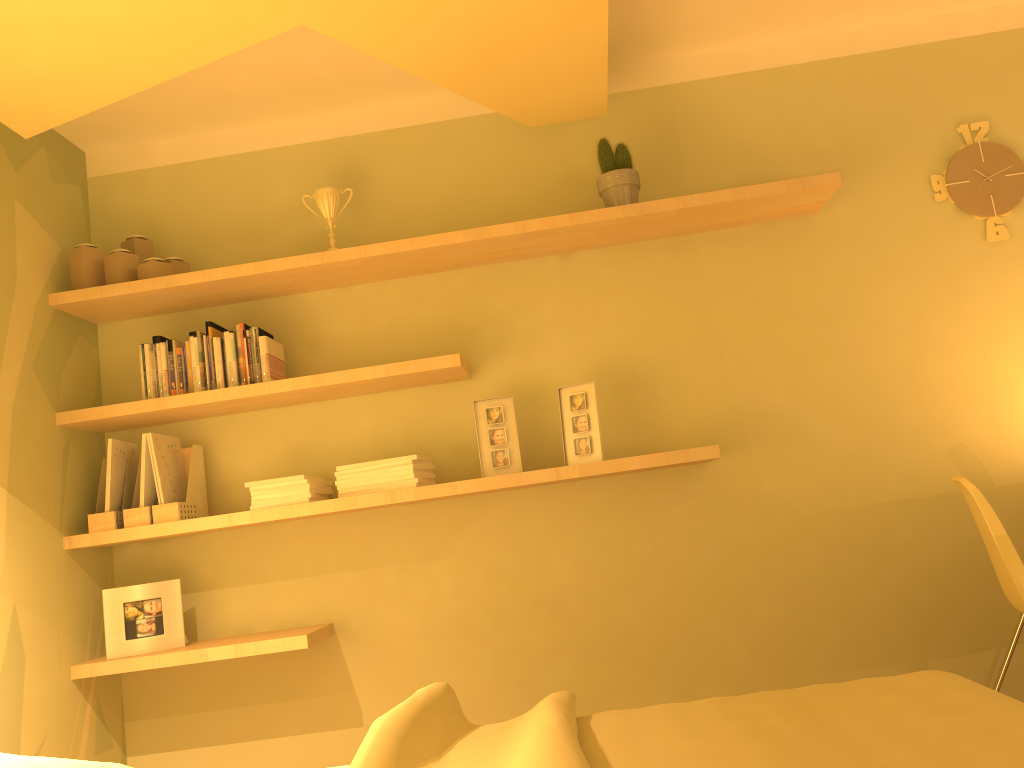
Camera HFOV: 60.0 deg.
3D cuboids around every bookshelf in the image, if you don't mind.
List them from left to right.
[{"bbox_3d":[-0.153,0.143,2.930,2.605,1.240,0.300,-8,-9,3],"label":"bookshelf"}]

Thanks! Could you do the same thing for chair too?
[{"bbox_3d":[1.464,0.608,2.350,0.546,0.785,0.531,-11,-9,22],"label":"chair"}]

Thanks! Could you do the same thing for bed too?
[{"bbox_3d":[-0.242,0.632,1.311,2.378,0.894,1.286,-8,-9,3],"label":"bed"}]

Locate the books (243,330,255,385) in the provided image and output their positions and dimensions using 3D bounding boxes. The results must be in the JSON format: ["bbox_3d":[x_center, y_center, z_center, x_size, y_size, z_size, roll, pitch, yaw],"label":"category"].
[{"bbox_3d":[-0.867,-0.072,3.005,0.022,0.198,0.157,-8,-9,3],"label":"books"}]

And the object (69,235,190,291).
[{"bbox_3d":[-1.324,-0.422,3.080,0.349,0.229,0.234,-8,-9,4],"label":"object"}]

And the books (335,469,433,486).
[{"bbox_3d":[-0.417,0.308,2.916,0.270,0.015,0.190,-10,-9,13],"label":"books"}]

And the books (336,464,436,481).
[{"bbox_3d":[-0.412,0.292,2.918,0.270,0.015,0.190,-10,-9,16],"label":"books"}]

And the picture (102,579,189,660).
[{"bbox_3d":[-1.198,0.764,2.898,0.247,0.219,0.131,-5,-9,-20],"label":"picture"}]

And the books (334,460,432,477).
[{"bbox_3d":[-0.423,0.282,2.940,0.270,0.015,0.190,-10,-9,13],"label":"books"}]

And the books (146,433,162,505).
[{"bbox_3d":[-1.144,0.317,2.963,0.036,0.296,0.210,-8,-9,3],"label":"books"}]

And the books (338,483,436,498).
[{"bbox_3d":[-0.407,0.352,2.916,0.270,0.015,0.190,-10,-9,13],"label":"books"}]

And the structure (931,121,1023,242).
[{"bbox_3d":[1.641,-0.704,3.065,0.360,0.432,0.027,-8,-9,3],"label":"structure"}]

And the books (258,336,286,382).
[{"bbox_3d":[-0.808,-0.065,2.990,0.032,0.163,0.178,-8,-9,3],"label":"books"}]

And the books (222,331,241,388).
[{"bbox_3d":[-0.930,-0.065,3.009,0.040,0.203,0.157,-8,-9,3],"label":"books"}]

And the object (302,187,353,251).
[{"bbox_3d":[-0.627,-0.540,3.073,0.160,0.268,0.095,-4,-10,-27],"label":"object"}]

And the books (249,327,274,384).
[{"bbox_3d":[-0.841,-0.078,3.005,0.032,0.203,0.157,-8,-9,3],"label":"books"}]

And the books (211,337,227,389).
[{"bbox_3d":[-0.964,-0.052,3.001,0.032,0.184,0.173,-8,-9,3],"label":"books"}]

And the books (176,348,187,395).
[{"bbox_3d":[-1.096,-0.025,3.014,0.021,0.172,0.157,-8,-9,3],"label":"books"}]

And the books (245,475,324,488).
[{"bbox_3d":[-0.748,0.326,2.937,0.190,0.015,0.270,-8,-9,0],"label":"books"}]

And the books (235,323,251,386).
[{"bbox_3d":[-0.895,-0.082,3.018,0.032,0.229,0.138,-8,-9,3],"label":"books"}]

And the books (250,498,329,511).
[{"bbox_3d":[-0.727,0.400,2.935,0.190,0.015,0.270,-8,-9,2],"label":"books"}]

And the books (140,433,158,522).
[{"bbox_3d":[-1.187,0.323,2.968,0.048,0.297,0.214,-8,-9,3],"label":"books"}]

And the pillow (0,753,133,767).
[{"bbox_3d":[-0.932,0.720,1.356,0.482,0.213,0.801,-10,-9,13],"label":"pillow"}]

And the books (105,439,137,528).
[{"bbox_3d":[-1.312,0.342,2.975,0.048,0.297,0.214,-7,-9,-3],"label":"books"}]

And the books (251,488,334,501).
[{"bbox_3d":[-0.722,0.369,2.942,0.190,0.015,0.270,-8,-9,4],"label":"books"}]

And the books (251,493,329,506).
[{"bbox_3d":[-0.729,0.385,2.937,0.190,0.015,0.270,-8,-9,-1],"label":"books"}]

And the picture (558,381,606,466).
[{"bbox_3d":[0.253,0.134,2.914,0.134,0.264,0.171,-13,-10,29],"label":"picture"}]

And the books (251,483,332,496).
[{"bbox_3d":[-0.726,0.354,2.939,0.190,0.015,0.270,-8,-9,2],"label":"books"}]

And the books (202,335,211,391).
[{"bbox_3d":[-1.010,-0.053,3.014,0.017,0.203,0.155,-8,-9,3],"label":"books"}]

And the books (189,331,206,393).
[{"bbox_3d":[-1.039,-0.057,3.011,0.038,0.217,0.166,-8,-9,3],"label":"books"}]

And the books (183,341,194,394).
[{"bbox_3d":[-1.071,-0.038,3.020,0.032,0.193,0.146,-8,-9,3],"label":"books"}]

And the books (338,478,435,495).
[{"bbox_3d":[-0.409,0.338,2.918,0.270,0.015,0.190,-9,-9,10],"label":"books"}]

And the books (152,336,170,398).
[{"bbox_3d":[-1.179,-0.040,3.032,0.032,0.229,0.138,-8,-9,3],"label":"books"}]

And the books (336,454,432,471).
[{"bbox_3d":[-0.419,0.264,2.929,0.270,0.015,0.190,-9,-9,8],"label":"books"}]

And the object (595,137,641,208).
[{"bbox_3d":[0.354,-0.703,2.986,0.145,0.294,0.145,-5,-9,-16],"label":"object"}]

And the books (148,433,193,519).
[{"bbox_3d":[-1.135,0.316,2.967,0.043,0.296,0.210,-8,-9,3],"label":"books"}]

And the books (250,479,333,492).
[{"bbox_3d":[-0.728,0.341,2.948,0.190,0.015,0.270,-9,-9,5],"label":"books"}]

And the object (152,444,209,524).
[{"bbox_3d":[-1.112,0.333,2.963,0.087,0.259,0.236,-8,-9,3],"label":"object"}]

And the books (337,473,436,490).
[{"bbox_3d":[-0.410,0.321,2.912,0.270,0.015,0.190,-10,-9,15],"label":"books"}]

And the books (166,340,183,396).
[{"bbox_3d":[-1.124,-0.037,3.018,0.032,0.203,0.157,-8,-9,3],"label":"books"}]

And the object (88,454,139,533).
[{"bbox_3d":[-1.332,0.365,2.973,0.087,0.259,0.236,-7,-9,-3],"label":"object"}]

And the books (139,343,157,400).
[{"bbox_3d":[-1.213,-0.024,3.022,0.040,0.203,0.157,-8,-9,3],"label":"books"}]

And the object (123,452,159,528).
[{"bbox_3d":[-1.207,0.347,2.968,0.087,0.259,0.236,-8,-9,3],"label":"object"}]

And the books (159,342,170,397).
[{"bbox_3d":[-1.151,-0.030,3.019,0.022,0.198,0.157,-8,-9,3],"label":"books"}]

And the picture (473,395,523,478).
[{"bbox_3d":[-0.043,0.183,2.969,0.134,0.264,0.171,-8,-9,2],"label":"picture"}]

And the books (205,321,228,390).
[{"bbox_3d":[-0.994,-0.078,3.015,0.021,0.247,0.157,-8,-9,3],"label":"books"}]
